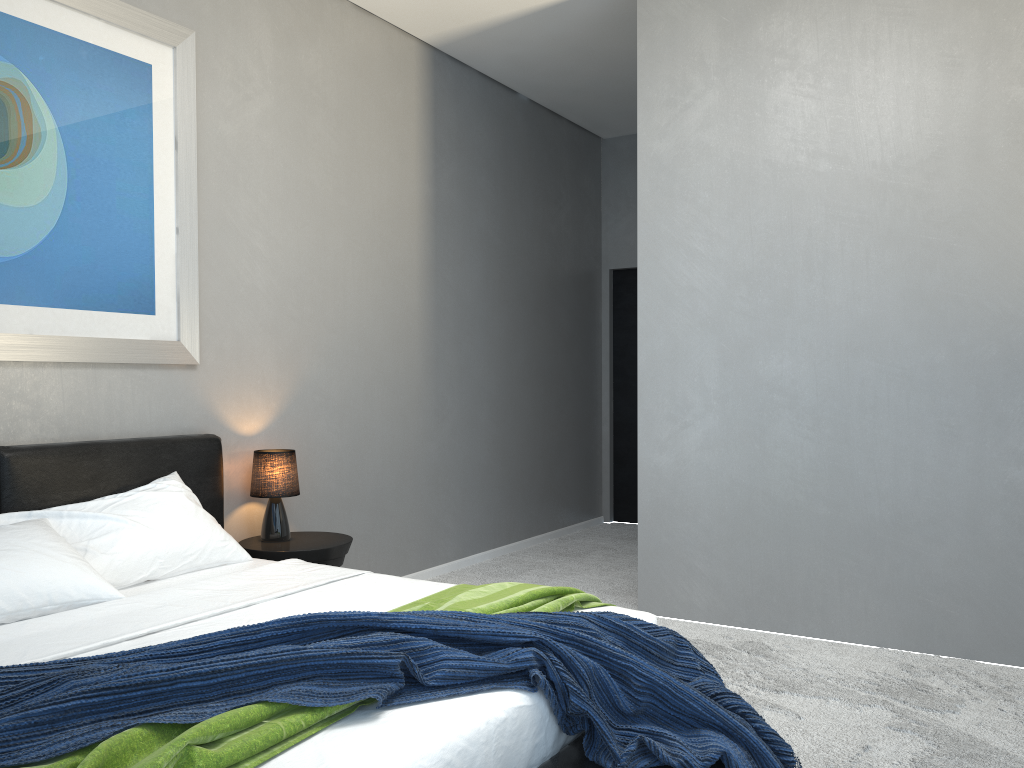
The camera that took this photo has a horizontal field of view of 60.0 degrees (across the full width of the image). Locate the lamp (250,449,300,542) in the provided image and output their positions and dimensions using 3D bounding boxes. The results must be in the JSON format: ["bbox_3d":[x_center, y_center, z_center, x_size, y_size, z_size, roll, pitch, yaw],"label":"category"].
[{"bbox_3d":[-1.058,0.497,3.961,0.219,0.400,0.208,0,1,12],"label":"lamp"}]

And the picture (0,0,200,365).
[{"bbox_3d":[-1.806,-0.780,2.984,0.025,1.401,1.799,1,1,31],"label":"picture"}]

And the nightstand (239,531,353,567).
[{"bbox_3d":[-0.958,0.916,3.947,0.496,0.440,0.496,-1,1,-30],"label":"nightstand"}]

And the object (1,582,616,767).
[{"bbox_3d":[-0.309,0.746,2.113,0.646,0.342,2.301,0,0,31],"label":"object"}]

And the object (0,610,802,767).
[{"bbox_3d":[-0.309,0.804,1.926,2.154,0.568,0.685,0,1,-17],"label":"object"}]

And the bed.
[{"bbox_3d":[-0.713,0.673,2.361,2.617,0.934,2.754,0,0,31],"label":"bed"}]

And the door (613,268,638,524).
[{"bbox_3d":[1.434,0.098,6.471,0.677,2.051,1.826,-1,1,-18],"label":"door"}]
